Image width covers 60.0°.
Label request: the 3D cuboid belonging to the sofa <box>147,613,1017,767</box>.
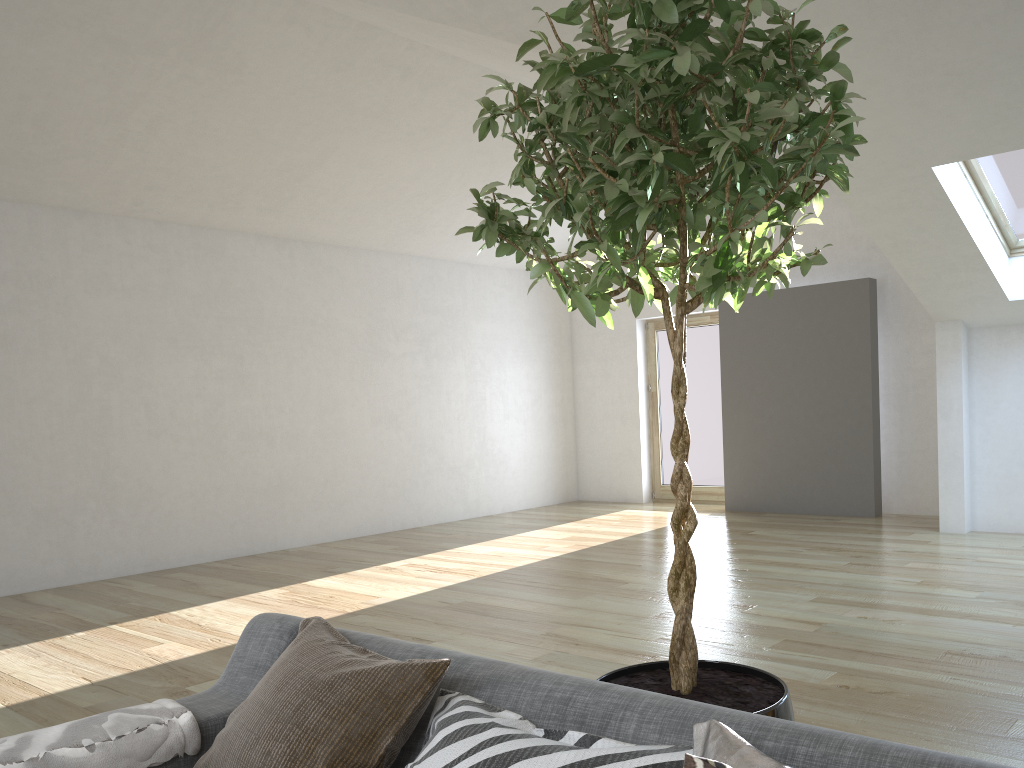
[{"bbox_3d":[0.061,0.823,1.044,2.459,0.686,1.023,-4,-1,42],"label":"sofa"}]

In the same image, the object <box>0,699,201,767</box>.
[{"bbox_3d":[-0.877,0.857,1.712,0.357,0.420,0.480,-2,1,45],"label":"object"}]

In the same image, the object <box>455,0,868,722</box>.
[{"bbox_3d":[0.303,0.166,1.783,0.795,2.027,0.814,-2,3,20],"label":"object"}]

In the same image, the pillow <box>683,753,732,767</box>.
[{"bbox_3d":[0.341,0.580,0.780,0.280,0.342,0.557,-4,1,-44],"label":"pillow"}]

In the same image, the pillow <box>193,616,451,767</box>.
[{"bbox_3d":[-0.386,0.655,1.658,0.308,0.339,0.578,-3,0,-38],"label":"pillow"}]

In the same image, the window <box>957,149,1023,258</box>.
[{"bbox_3d":[3.585,-1.263,5.732,1.470,0.731,1.899,-3,-1,42],"label":"window"}]

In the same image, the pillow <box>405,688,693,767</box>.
[{"bbox_3d":[-0.031,0.660,1.287,0.560,0.284,0.357,-3,0,42],"label":"pillow"}]

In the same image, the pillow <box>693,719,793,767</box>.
[{"bbox_3d":[0.409,0.607,0.955,0.641,0.319,0.262,-3,0,42],"label":"pillow"}]
